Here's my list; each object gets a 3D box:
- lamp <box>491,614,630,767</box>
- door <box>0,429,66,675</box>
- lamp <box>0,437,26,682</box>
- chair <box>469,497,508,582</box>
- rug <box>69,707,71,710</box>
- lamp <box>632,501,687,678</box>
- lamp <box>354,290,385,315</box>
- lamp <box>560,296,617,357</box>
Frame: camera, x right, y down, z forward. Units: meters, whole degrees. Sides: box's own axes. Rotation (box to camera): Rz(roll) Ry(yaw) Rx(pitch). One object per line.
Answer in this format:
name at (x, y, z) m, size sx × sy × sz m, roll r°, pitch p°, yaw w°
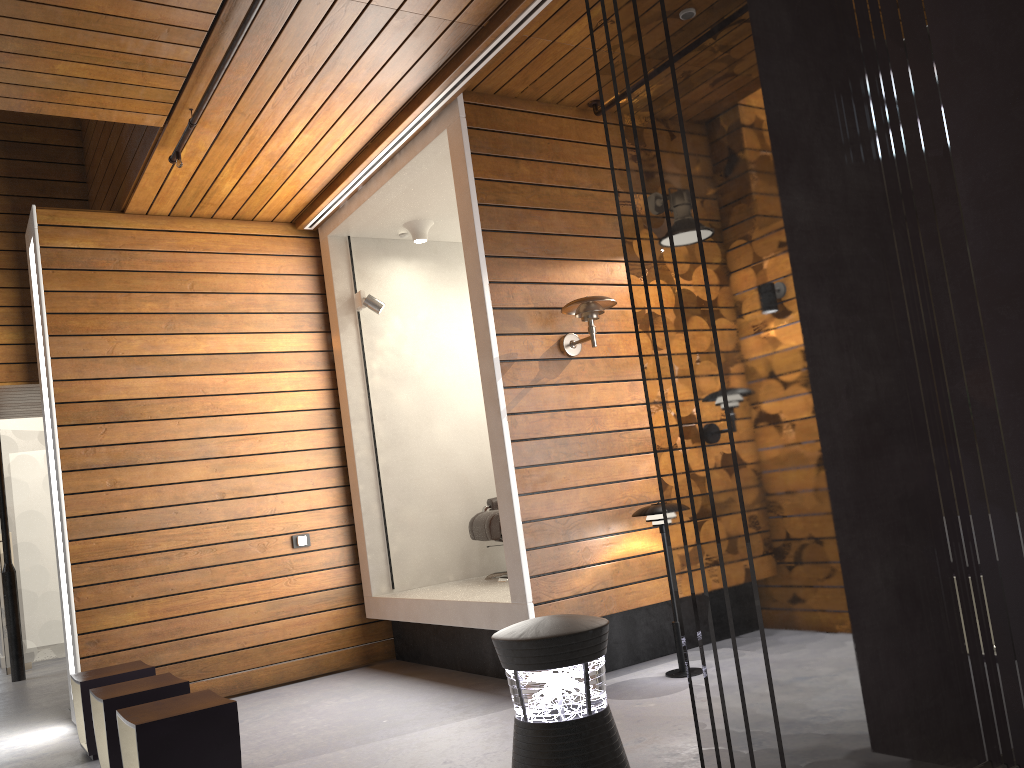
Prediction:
lamp at (0.131, 0.873, 1.994) m, size 0.347 × 0.693 × 0.350 m, roll -5°, pitch -6°, yaw -27°
door at (-4.608, 1.608, 8.886) m, size 0.147 × 2.295 × 1.288 m, roll -10°, pitch -6°, yaw 19°
lamp at (-4.517, 1.228, 7.881) m, size 0.630 × 2.936 × 0.632 m, roll -9°, pitch -5°, yaw 8°
chair at (0.141, 0.730, 5.959) m, size 0.823 × 1.067 × 0.760 m, roll -6°, pitch -6°, yaw -18°
rug at (-2.187, 2.089, 6.162) m, size 1.575 × 0.014 × 0.544 m, roll -3°, pitch -9°, yaw -33°
lamp at (0.798, 1.017, 4.441) m, size 0.289 × 0.859 × 0.287 m, roll -12°, pitch -7°, yaw 42°
lamp at (-0.973, -0.546, 5.960) m, size 0.249 × 0.187 × 0.129 m, roll -11°, pitch -6°, yaw 26°
lamp at (0.382, -0.305, 4.493) m, size 0.287 × 0.270 × 0.354 m, roll -4°, pitch -8°, yaw -33°
